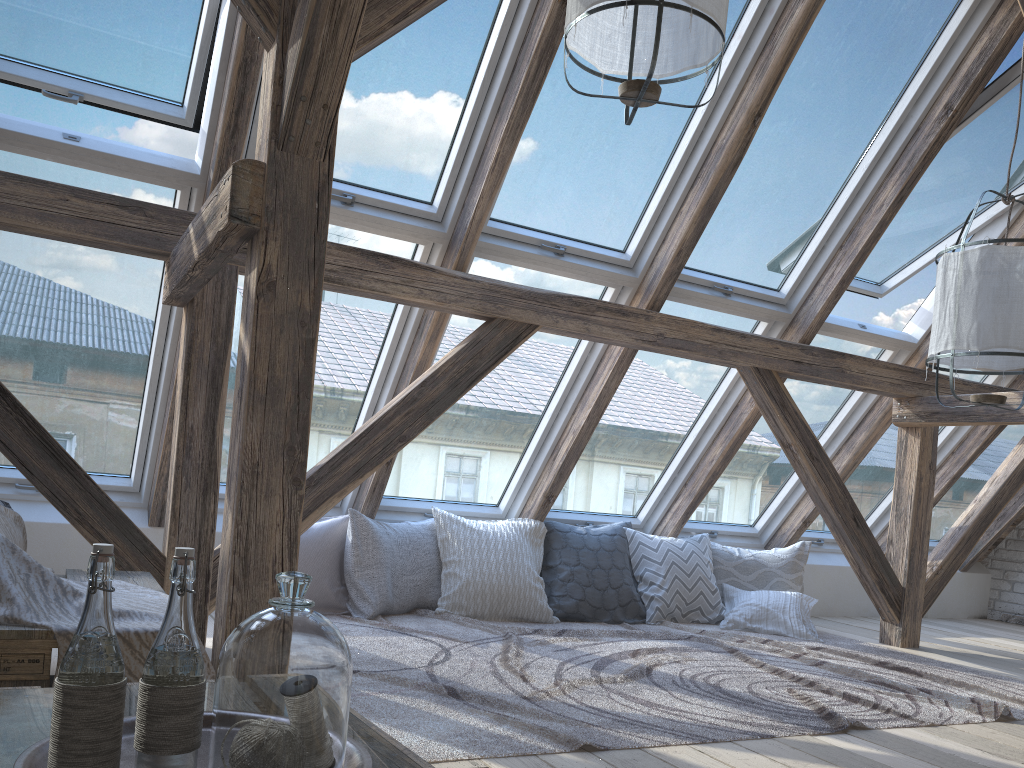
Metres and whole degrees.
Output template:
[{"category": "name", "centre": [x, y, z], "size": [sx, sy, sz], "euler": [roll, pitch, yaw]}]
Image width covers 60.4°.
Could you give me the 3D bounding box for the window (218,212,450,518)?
[{"category": "window", "centre": [-0.919, -0.042, 3.757], "size": [0.860, 1.273, 1.094], "euler": [6, -3, -27]}]

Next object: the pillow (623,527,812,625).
[{"category": "pillow", "centre": [1.159, 1.119, 5.040], "size": [1.160, 0.533, 0.501], "euler": [7, -3, -23]}]

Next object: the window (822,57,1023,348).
[{"category": "window", "centre": [2.061, -0.909, 4.197], "size": [0.860, 1.272, 1.405], "euler": [6, -3, -27]}]

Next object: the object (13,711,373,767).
[{"category": "object", "centre": [-0.365, 0.451, 1.040], "size": [0.395, 0.021, 0.396], "euler": [6, -7, -8]}]

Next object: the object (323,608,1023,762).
[{"category": "object", "centre": [0.614, 1.126, 3.718], "size": [3.205, 0.056, 2.188], "euler": [9, -7, -27]}]

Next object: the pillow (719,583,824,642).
[{"category": "pillow", "centre": [1.415, 1.256, 4.822], "size": [0.535, 0.241, 0.479], "euler": [4, -5, 14]}]

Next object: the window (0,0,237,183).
[{"category": "window", "centre": [-1.178, -1.407, 2.475], "size": [0.860, 1.273, 1.348], "euler": [6, -3, -27]}]

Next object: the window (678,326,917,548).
[{"category": "window", "centre": [1.512, 0.332, 5.047], "size": [0.860, 1.273, 1.094], "euler": [6, -3, -27]}]

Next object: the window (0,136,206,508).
[{"category": "window", "centre": [-1.729, -0.166, 3.327], "size": [0.860, 1.273, 1.094], "euler": [6, -3, -27]}]

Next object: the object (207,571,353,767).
[{"category": "object", "centre": [-0.267, 0.343, 1.037], "size": [0.155, 0.246, 0.157], "euler": [4, -2, 31]}]

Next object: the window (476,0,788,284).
[{"category": "window", "centre": [0.464, -1.160, 3.294], "size": [0.860, 1.273, 1.094], "euler": [6, -3, -27]}]

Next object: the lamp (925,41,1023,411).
[{"category": "lamp", "centre": [1.673, -0.866, 2.920], "size": [0.406, 1.892, 0.401], "euler": [5, 0, 14]}]

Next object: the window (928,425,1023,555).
[{"category": "window", "centre": [3.133, 0.581, 5.906], "size": [0.860, 1.273, 1.094], "euler": [6, -3, -27]}]

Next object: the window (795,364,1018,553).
[{"category": "window", "centre": [2.323, 0.456, 5.477], "size": [0.860, 1.273, 1.094], "euler": [6, -3, -27]}]

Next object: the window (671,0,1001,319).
[{"category": "window", "centre": [1.274, -1.036, 3.724], "size": [0.860, 1.273, 1.094], "euler": [6, -3, -27]}]

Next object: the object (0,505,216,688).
[{"category": "object", "centre": [-1.063, 0.553, 2.189], "size": [1.009, 0.472, 0.816], "euler": [5, -5, 2]}]

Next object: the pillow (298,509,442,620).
[{"category": "pillow", "centre": [-0.717, 0.846, 4.123], "size": [1.141, 0.523, 0.434], "euler": [9, -4, -35]}]

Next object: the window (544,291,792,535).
[{"category": "window", "centre": [0.702, 0.207, 4.617], "size": [0.860, 1.273, 1.094], "euler": [6, -3, -27]}]

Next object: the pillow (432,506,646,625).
[{"category": "pillow", "centre": [0.173, 0.944, 4.564], "size": [1.280, 0.562, 0.467], "euler": [8, -3, -27]}]

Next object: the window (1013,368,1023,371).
[{"category": "window", "centre": [2.895, -0.787, 4.584], "size": [0.860, 1.273, 1.094], "euler": [6, -3, -27]}]

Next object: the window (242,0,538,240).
[{"category": "window", "centre": [-0.347, -1.285, 2.864], "size": [0.860, 1.273, 1.094], "euler": [6, -3, -27]}]

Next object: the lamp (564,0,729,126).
[{"category": "lamp", "centre": [0.383, -1.360, 2.219], "size": [0.405, 1.302, 0.402], "euler": [5, 0, 39]}]

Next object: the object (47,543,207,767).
[{"category": "object", "centre": [-0.412, 0.310, 0.959], "size": [0.154, 0.267, 0.071], "euler": [6, 0, -28]}]

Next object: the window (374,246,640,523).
[{"category": "window", "centre": [-0.108, 0.083, 4.187], "size": [0.860, 1.273, 1.094], "euler": [6, -3, -27]}]
